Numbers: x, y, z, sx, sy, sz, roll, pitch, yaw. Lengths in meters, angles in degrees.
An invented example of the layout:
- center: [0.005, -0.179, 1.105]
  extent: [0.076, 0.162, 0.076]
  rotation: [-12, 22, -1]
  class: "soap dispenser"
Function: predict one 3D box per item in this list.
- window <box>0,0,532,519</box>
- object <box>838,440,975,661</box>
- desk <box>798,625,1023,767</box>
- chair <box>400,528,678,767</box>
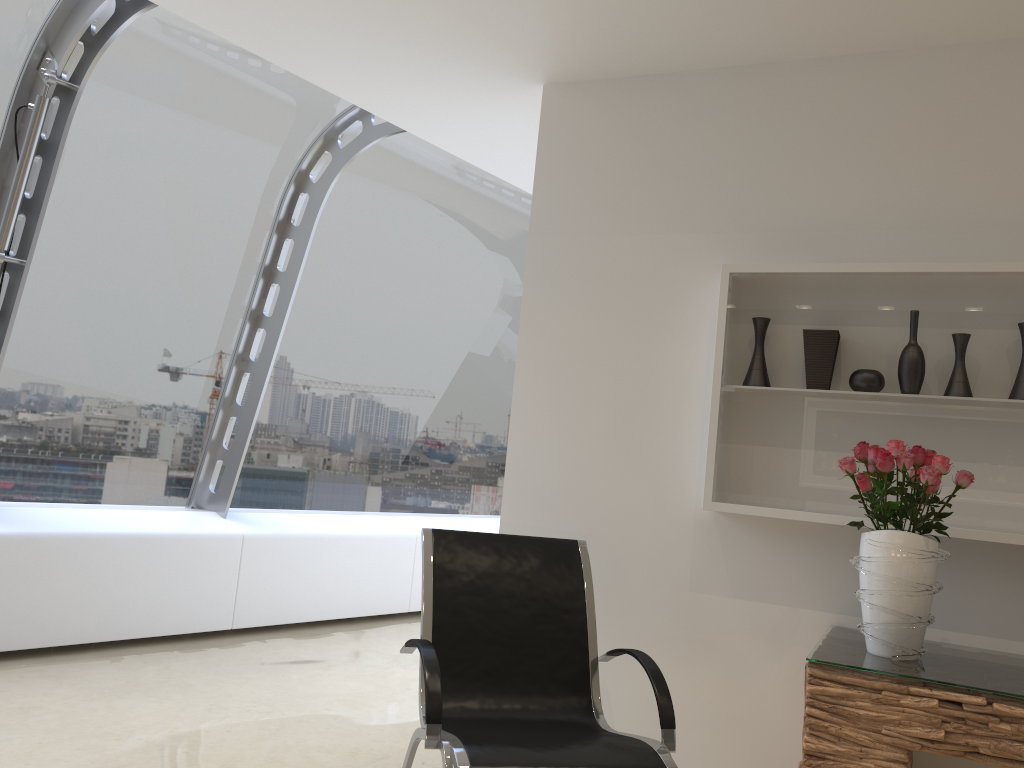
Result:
- center: [4.826, 0.465, 2.375]
  extent: [16.693, 3.674, 16.171]
  rotation: [2, -6, 31]
  class: "window"
- center: [1.184, 0.499, 2.721]
  extent: [0.327, 0.654, 0.350]
  rotation: [0, -7, 45]
  class: "object"
- center: [1.581, 1.228, 2.495]
  extent: [1.436, 0.762, 0.793]
  rotation: [3, -6, 25]
  class: "desk"
- center: [0.050, 1.005, 2.780]
  extent: [0.752, 0.972, 0.943]
  rotation: [7, -5, -15]
  class: "chair"
